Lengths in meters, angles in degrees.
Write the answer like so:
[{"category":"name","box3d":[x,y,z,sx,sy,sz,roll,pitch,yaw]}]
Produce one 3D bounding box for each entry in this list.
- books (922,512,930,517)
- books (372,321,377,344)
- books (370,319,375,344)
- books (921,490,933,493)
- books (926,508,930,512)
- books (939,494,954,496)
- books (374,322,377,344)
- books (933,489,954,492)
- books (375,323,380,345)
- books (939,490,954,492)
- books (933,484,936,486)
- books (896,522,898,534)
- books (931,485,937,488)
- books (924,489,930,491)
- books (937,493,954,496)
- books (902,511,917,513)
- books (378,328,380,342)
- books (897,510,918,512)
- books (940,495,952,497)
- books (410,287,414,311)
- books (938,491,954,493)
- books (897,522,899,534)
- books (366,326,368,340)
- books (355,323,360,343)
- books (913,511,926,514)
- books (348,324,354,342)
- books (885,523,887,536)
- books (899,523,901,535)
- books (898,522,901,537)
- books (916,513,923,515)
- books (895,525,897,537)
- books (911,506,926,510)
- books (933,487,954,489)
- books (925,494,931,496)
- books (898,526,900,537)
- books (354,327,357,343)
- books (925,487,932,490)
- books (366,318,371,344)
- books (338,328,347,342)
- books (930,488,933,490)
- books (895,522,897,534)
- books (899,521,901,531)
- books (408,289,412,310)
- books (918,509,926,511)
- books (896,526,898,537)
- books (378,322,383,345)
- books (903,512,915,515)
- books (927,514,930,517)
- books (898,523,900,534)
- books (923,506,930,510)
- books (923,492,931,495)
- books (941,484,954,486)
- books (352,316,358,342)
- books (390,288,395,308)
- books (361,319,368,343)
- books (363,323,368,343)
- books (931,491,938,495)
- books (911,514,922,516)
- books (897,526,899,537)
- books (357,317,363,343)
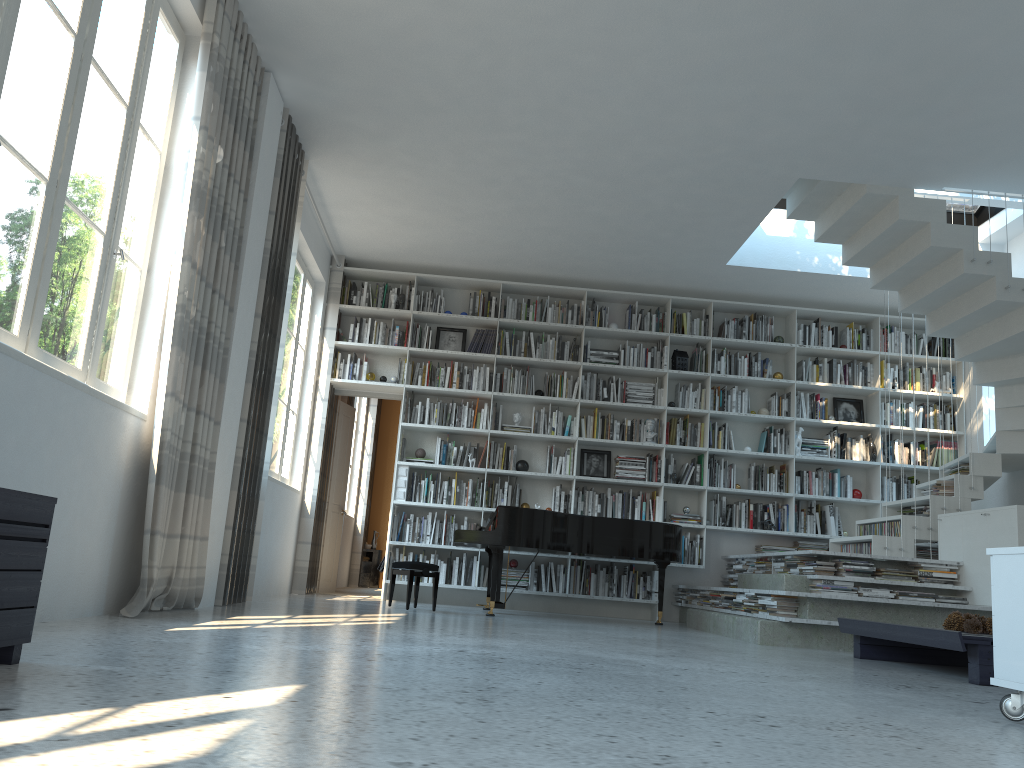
[{"category":"books","box3d":[3.404,1.054,7.142,0.172,0.019,0.240,-1,-13,22]},{"category":"books","box3d":[-1.348,-0.472,8.723,0.013,0.268,0.162,5,-12,-2]},{"category":"books","box3d":[-1.372,-0.483,8.732,0.037,0.291,0.156,5,-12,-2]},{"category":"books","box3d":[3.680,0.935,7.672,0.173,0.011,0.204,6,-12,-7]},{"category":"books","box3d":[3.428,1.025,7.141,0.141,0.028,0.223,1,-13,17]},{"category":"books","box3d":[3.565,0.904,7.151,0.215,0.013,0.189,-3,-14,30]},{"category":"books","box3d":[-1.336,-0.461,8.721,0.012,0.248,0.192,5,-12,-2]},{"category":"books","box3d":[3.560,0.860,7.145,0.295,0.006,0.147,-3,-14,32]},{"category":"books","box3d":[-1.320,-0.457,8.721,0.021,0.243,0.174,5,-12,-2]},{"category":"books","box3d":[3.559,0.869,7.143,0.214,0.014,0.138,-1,-14,25]},{"category":"books","box3d":[3.630,0.847,7.416,0.155,0.009,0.155,5,-12,-2]},{"category":"books","box3d":[3.101,1.153,6.997,0.125,0.122,0.037,5,-12,-2]},{"category":"books","box3d":[3.629,0.859,7.408,0.166,0.017,0.191,4,-12,1]},{"category":"books","box3d":[3.691,0.923,7.674,0.157,0.014,0.180,6,-12,-6]},{"category":"books","box3d":[3.570,0.897,7.161,0.254,0.007,0.189,-1,-14,25]},{"category":"books","box3d":[3.482,1.109,7.644,0.159,0.009,0.208,6,-12,-6]},{"category":"books","box3d":[-1.305,-0.443,8.749,0.011,0.231,0.135,5,-12,-2]},{"category":"books","box3d":[3.464,1.101,7.645,0.198,0.006,0.189,6,-12,-6]},{"category":"books","box3d":[3.566,0.917,7.153,0.206,0.012,0.183,-1,-14,25]},{"category":"books","box3d":[-0.980,-0.798,8.780,0.024,0.251,0.235,5,-12,-2]},{"category":"books","box3d":[3.565,0.885,7.152,0.222,0.011,0.180,-2,-14,29]},{"category":"books","box3d":[3.101,1.150,6.982,0.125,0.123,0.034,5,-12,-2]},{"category":"books","box3d":[-1.419,-0.447,8.719,0.010,0.208,0.165,5,-12,-2]},{"category":"books","box3d":[-1.509,-0.466,8.711,0.022,0.227,0.172,5,-12,-2]},{"category":"books","box3d":[3.480,1.080,7.422,0.189,0.012,0.156,4,-12,1]},{"category":"books","box3d":[-1.574,-0.464,8.719,0.034,0.217,0.166,5,-12,-2]},{"category":"books","box3d":[3.091,1.191,7.184,0.125,0.125,0.018,5,-12,-2]},{"category":"books","box3d":[3.103,1.143,6.952,0.125,0.123,0.034,5,-12,-2]},{"category":"books","box3d":[3.103,1.145,6.960,0.125,0.123,0.035,5,-12,-2]},{"category":"books","box3d":[3.493,1.094,7.419,0.149,0.013,0.220,4,-12,3]},{"category":"books","box3d":[3.099,1.159,7.031,0.125,0.125,0.011,5,-12,-2]},{"category":"books","box3d":[3.484,1.042,7.429,0.177,0.014,0.194,6,-12,-7]},{"category":"books","box3d":[3.561,0.842,7.149,0.295,0.007,0.146,-2,-14,28]},{"category":"books","box3d":[3.699,0.967,7.666,0.143,0.019,0.231,5,-12,-3]},{"category":"books","box3d":[3.102,1.148,6.975,0.125,0.123,0.035,5,-12,-2]},{"category":"books","box3d":[-1.535,-0.445,8.732,0.024,0.192,0.138,5,-12,-2]},{"category":"books","box3d":[3.695,0.910,7.677,0.157,0.014,0.180,5,-12,-4]},{"category":"books","box3d":[-1.400,-0.487,8.712,0.021,0.285,0.179,5,-12,-2]},{"category":"books","box3d":[-1.653,-0.448,8.723,0.121,0.175,0.130,5,-12,-2]},{"category":"books","box3d":[3.628,0.873,7.404,0.218,0.012,0.156,1,-13,14]},{"category":"books","box3d":[3.100,1.156,7.013,0.125,0.123,0.034,5,-12,-2]},{"category":"books","box3d":[3.103,1.142,6.944,0.125,0.123,0.036,5,-12,-2]},{"category":"books","box3d":[-1.007,-0.796,8.816,0.025,0.259,0.138,5,-12,-2]},{"category":"books","box3d":[3.507,1.060,7.427,0.133,0.017,0.179,4,-12,2]},{"category":"books","box3d":[3.100,1.155,7.005,0.125,0.123,0.035,5,-12,-2]},{"category":"books","box3d":[-1.285,-0.463,8.722,0.025,0.260,0.167,5,-12,-2]},{"category":"books","box3d":[3.487,1.125,7.642,0.140,0.022,0.181,6,-12,-8]},{"category":"books","box3d":[3.422,1.072,7.133,0.136,0.017,0.289,0,-13,20]},{"category":"books","box3d":[3.102,1.147,6.967,0.125,0.123,0.036,5,-12,-2]},{"category":"books","box3d":[3.419,1.004,7.149,0.168,0.014,0.213,0,-13,18]},{"category":"books","box3d":[3.695,0.949,7.669,0.149,0.016,0.240,5,-12,-4]},{"category":"books","box3d":[3.571,0.827,7.167,0.184,0.016,0.179,-2,-14,26]},{"category":"books","box3d":[-1.548,-0.500,8.730,0.011,0.296,0.163,5,-12,-2]},{"category":"books","box3d":[-1.180,-0.806,8.797,0.025,0.243,0.168,5,-12,-2]},{"category":"books","box3d":[-1.460,-0.487,8.736,0.028,0.287,0.133,5,-12,-2]},{"category":"books","box3d":[-1.436,-0.461,8.731,0.024,0.238,0.156,5,-12,-2]},{"category":"books","box3d":[3.625,0.905,7.384,0.178,0.035,0.222,4,-12,3]},{"category":"books","box3d":[3.479,1.105,7.416,0.184,0.013,0.226,5,-12,-5]},{"category":"books","box3d":[3.101,1.151,6.989,0.125,0.123,0.034,5,-12,-2]},{"category":"books","box3d":[-1.484,-0.491,8.713,0.023,0.282,0.186,5,-12,-2]}]
